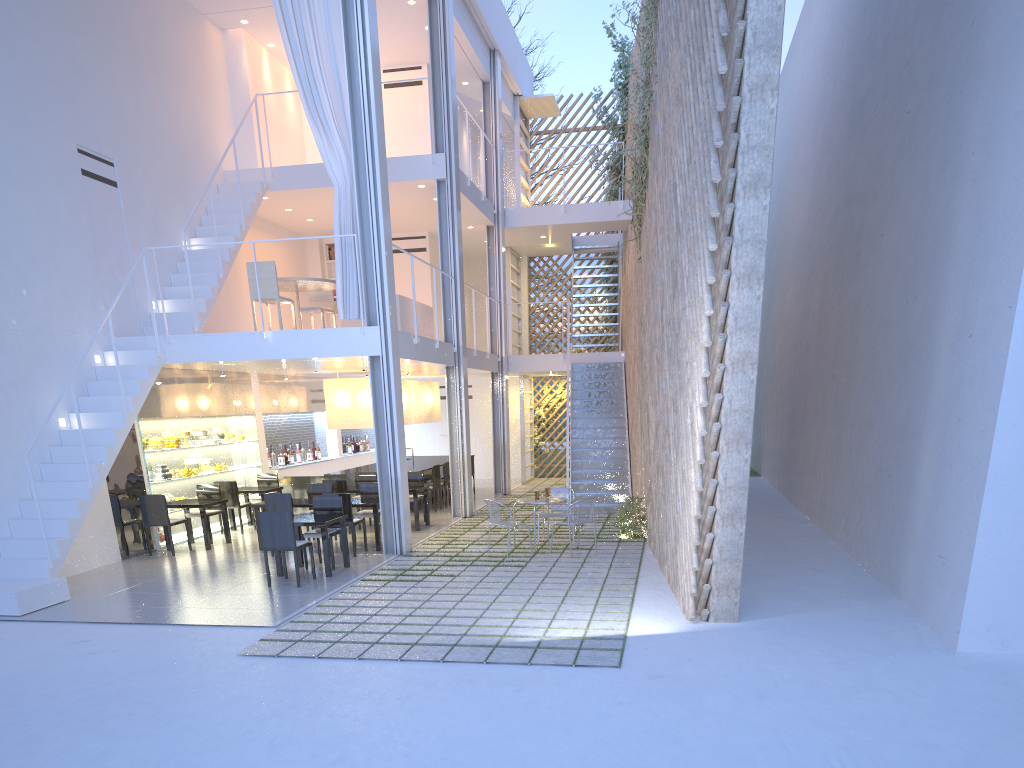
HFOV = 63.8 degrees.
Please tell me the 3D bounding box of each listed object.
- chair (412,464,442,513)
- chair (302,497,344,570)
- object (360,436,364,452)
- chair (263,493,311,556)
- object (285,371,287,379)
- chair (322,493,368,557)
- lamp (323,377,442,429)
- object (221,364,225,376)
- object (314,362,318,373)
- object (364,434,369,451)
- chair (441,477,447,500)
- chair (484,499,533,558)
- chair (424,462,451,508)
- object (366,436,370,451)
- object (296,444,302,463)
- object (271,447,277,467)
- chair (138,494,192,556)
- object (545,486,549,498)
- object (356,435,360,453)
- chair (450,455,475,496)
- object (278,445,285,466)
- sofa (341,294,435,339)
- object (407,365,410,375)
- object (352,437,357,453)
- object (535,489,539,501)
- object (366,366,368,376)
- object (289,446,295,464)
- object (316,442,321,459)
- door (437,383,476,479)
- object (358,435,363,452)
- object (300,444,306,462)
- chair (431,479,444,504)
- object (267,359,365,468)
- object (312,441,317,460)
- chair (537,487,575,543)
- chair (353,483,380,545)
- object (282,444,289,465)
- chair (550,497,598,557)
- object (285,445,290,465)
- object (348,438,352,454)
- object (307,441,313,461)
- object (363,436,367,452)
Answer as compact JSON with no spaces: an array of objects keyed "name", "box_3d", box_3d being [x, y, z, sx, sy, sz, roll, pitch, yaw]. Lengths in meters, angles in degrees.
[{"name":"chair","box_3d":[-0.803,0.972,7.640,0.240,0.474,0.172,2,16,11]},{"name":"chair","box_3d":[-1.168,0.926,5.100,0.192,0.474,0.216,2,15,10]},{"name":"object","box_3d":[-1.801,0.721,9.867,0.044,0.202,0.042,-12,20,-31]},{"name":"chair","box_3d":[-1.518,0.946,5.588,0.192,0.474,0.216,2,15,10]},{"name":"object","box_3d":[-1.800,-0.080,6.539,0.029,0.085,0.026,5,18,21]},{"name":"chair","box_3d":[-1.114,0.934,5.515,0.192,0.474,0.216,2,15,10]},{"name":"lamp","box_3d":[-1.230,0.191,8.284,0.447,0.451,2.164,0,0,11]},{"name":"object","box_3d":[-1.980,-0.095,5.623,0.029,0.085,0.026,5,18,21]},{"name":"object","box_3d":[-1.314,-0.115,5.503,0.029,0.085,0.026,5,18,21]},{"name":"object","box_3d":[-1.773,0.714,9.972,0.044,0.219,0.044,-15,22,-36]},{"name":"chair","box_3d":[-0.607,0.987,8.573,0.240,0.474,0.172,1,16,7]},{"name":"chair","box_3d":[-0.039,0.927,5.344,0.240,0.411,0.247,-10,16,-33]},{"name":"chair","box_3d":[-0.737,0.977,7.951,0.240,0.474,0.172,1,16,8]},{"name":"object","box_3d":[-1.760,0.723,10.032,0.043,0.201,0.039,6,19,22]},{"name":"object","box_3d":[-2.127,0.692,8.193,0.043,0.201,0.039,2,18,11]},{"name":"object","box_3d":[-2.416,0.613,6.839,0.046,0.309,1.757,3,0,12]},{"name":"chair","box_3d":[-2.407,0.972,5.728,0.192,0.474,0.216,2,15,10]},{"name":"object","box_3d":[0.239,0.735,5.589,0.030,0.083,0.029,-12,19,-33]},{"name":"object","box_3d":[-1.827,0.710,9.717,0.046,0.220,0.041,2,18,10]},{"name":"chair","box_3d":[-0.543,0.992,8.884,0.240,0.474,0.172,2,16,12]},{"name":"object","box_3d":[-2.377,0.613,6.896,0.047,0.309,1.873,2,0,12]},{"name":"sofa","box_3d":[-1.026,-0.490,6.924,0.499,0.394,0.922,0,2,11]},{"name":"object","box_3d":[-0.804,-0.110,6.359,0.029,0.085,0.026,5,18,21]},{"name":"object","box_3d":[-1.838,0.712,9.578,0.044,0.209,0.041,-1,17,2]},{"name":"object","box_3d":[0.165,0.733,5.420,0.030,0.083,0.029,-12,19,-33]},{"name":"object","box_3d":[-1.134,-0.100,6.419,0.029,0.085,0.026,5,18,21]},{"name":"object","box_3d":[-2.380,0.612,6.912,0.058,0.313,2.280,3,0,12]},{"name":"object","box_3d":[-2.033,0.704,8.645,0.041,0.196,0.038,-7,18,-18]},{"name":"door","box_3d":[-1.759,0.604,8.325,0.473,1.266,5.212,6,3,24]},{"name":"object","box_3d":[-1.814,0.712,9.798,0.046,0.219,0.042,2,18,12]},{"name":"object","box_3d":[-2.111,0.696,8.311,0.044,0.202,0.042,-12,20,-31]},{"name":"chair","box_3d":[-0.687,0.982,8.265,0.240,0.474,0.172,0,16,5]},{"name":"object","box_3d":[-1.659,0.307,6.530,1.673,0.883,1.724,-1,3,8]},{"name":"object","box_3d":[-2.062,0.697,8.581,0.044,0.209,0.041,-1,17,2]},{"name":"chair","box_3d":[0.325,0.929,5.840,0.262,0.411,0.226,1,14,10]},{"name":"chair","box_3d":[-1.030,0.941,5.947,0.192,0.474,0.216,2,15,10]},{"name":"object","box_3d":[-2.368,0.614,6.939,0.105,0.309,1.946,3,0,13]},{"name":"chair","box_3d":[0.421,0.915,5.340,0.252,0.411,0.236,-12,17,-38]},{"name":"object","box_3d":[-2.389,0.615,6.986,0.067,0.309,2.013,2,0,11]},{"name":"object","box_3d":[-1.872,0.718,9.485,0.041,0.196,0.038,-7,18,-18]},{"name":"object","box_3d":[-2.073,0.689,8.422,0.046,0.219,0.042,2,18,12]},{"name":"object","box_3d":[-1.776,0.722,9.915,0.046,0.202,0.041,2,18,10]}]
